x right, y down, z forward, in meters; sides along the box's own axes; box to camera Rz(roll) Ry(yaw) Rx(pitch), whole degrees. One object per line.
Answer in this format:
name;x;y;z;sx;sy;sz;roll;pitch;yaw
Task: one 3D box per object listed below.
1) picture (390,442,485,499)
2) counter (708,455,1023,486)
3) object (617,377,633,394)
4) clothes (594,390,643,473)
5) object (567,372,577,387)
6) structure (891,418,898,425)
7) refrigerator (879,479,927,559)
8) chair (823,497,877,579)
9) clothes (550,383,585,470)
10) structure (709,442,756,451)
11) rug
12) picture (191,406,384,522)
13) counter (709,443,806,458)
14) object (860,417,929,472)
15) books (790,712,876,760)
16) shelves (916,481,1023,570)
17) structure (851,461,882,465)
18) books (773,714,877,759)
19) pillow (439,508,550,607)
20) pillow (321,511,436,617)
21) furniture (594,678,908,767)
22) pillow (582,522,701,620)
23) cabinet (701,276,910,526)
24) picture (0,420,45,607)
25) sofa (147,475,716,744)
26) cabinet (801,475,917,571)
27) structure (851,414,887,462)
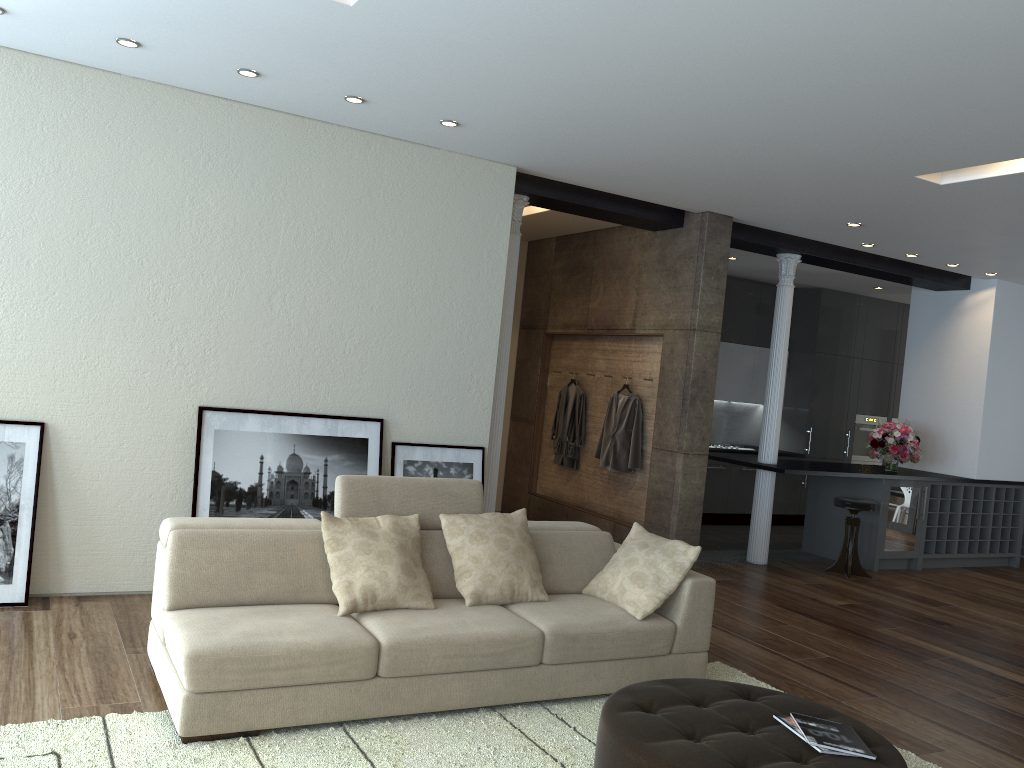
picture;-0.509;0.915;6.065;0.700;0.988;0.195;6;1;-29
counter;3.759;0.895;9.093;3.700;0.040;1.000;6;1;-29
object;1.029;0.044;8.015;0.010;0.219;0.430;6;1;-29
clothes;0.971;0.428;8.020;0.173;0.735;0.700;5;1;-30
object;0.605;-0.007;8.809;0.010;0.219;0.430;6;1;-29
structure;5.172;0.688;12.168;0.595;0.452;0.528;6;1;-29
refrigerator;3.802;1.315;8.650;0.578;0.774;0.075;6;1;-25
chair;4.020;1.660;4.934;16.134;0.952;21.556;6;1;-29
clothes;0.545;0.403;8.811;0.141;0.855;0.569;6;1;-29
structure;2.444;0.758;10.768;0.900;0.066;0.520;6;1;-29
rug;0.048;1.492;2.698;4.231;0.020;2.972;6;1;-29
picture;-1.384;0.756;5.558;1.183;1.140;0.225;6;1;-29
counter;1.887;0.813;10.514;3.597;0.223;0.807;6;1;-29
object;3.890;0.613;9.033;0.544;0.552;0.570;6;1;-23
books;1.112;1.223;3.093;0.220;0.040;0.301;6;1;6
shelves;4.582;1.445;9.582;1.700;0.897;0.900;6;1;-29
structure;4.492;1.297;11.841;0.595;0.596;0.591;6;1;-29
books;1.085;1.228;3.096;0.219;0.031;0.300;6;1;-14
pillow;-0.088;0.864;4.464;0.534;0.439;0.301;5;1;-33
pillow;-0.627;0.823;4.150;0.519;0.416;0.368;5;1;-34
furniture;0.824;1.380;3.143;1.057;0.355;1.057;6;1;-27
pillow;0.687;0.964;4.624;0.395;0.393;0.518;5;1;-32
cabinet;3.622;0.276;11.422;7.409;2.980;0.827;6;1;-29
picture;-2.927;0.682;4.721;0.700;0.988;0.195;6;1;-29
sofa;-0.316;0.973;4.330;2.581;0.950;1.021;6;1;-29
cabinet;3.563;1.347;9.014;0.642;0.897;0.900;6;1;-29
structure;4.553;0.699;11.835;0.595;0.596;0.591;6;1;-29
